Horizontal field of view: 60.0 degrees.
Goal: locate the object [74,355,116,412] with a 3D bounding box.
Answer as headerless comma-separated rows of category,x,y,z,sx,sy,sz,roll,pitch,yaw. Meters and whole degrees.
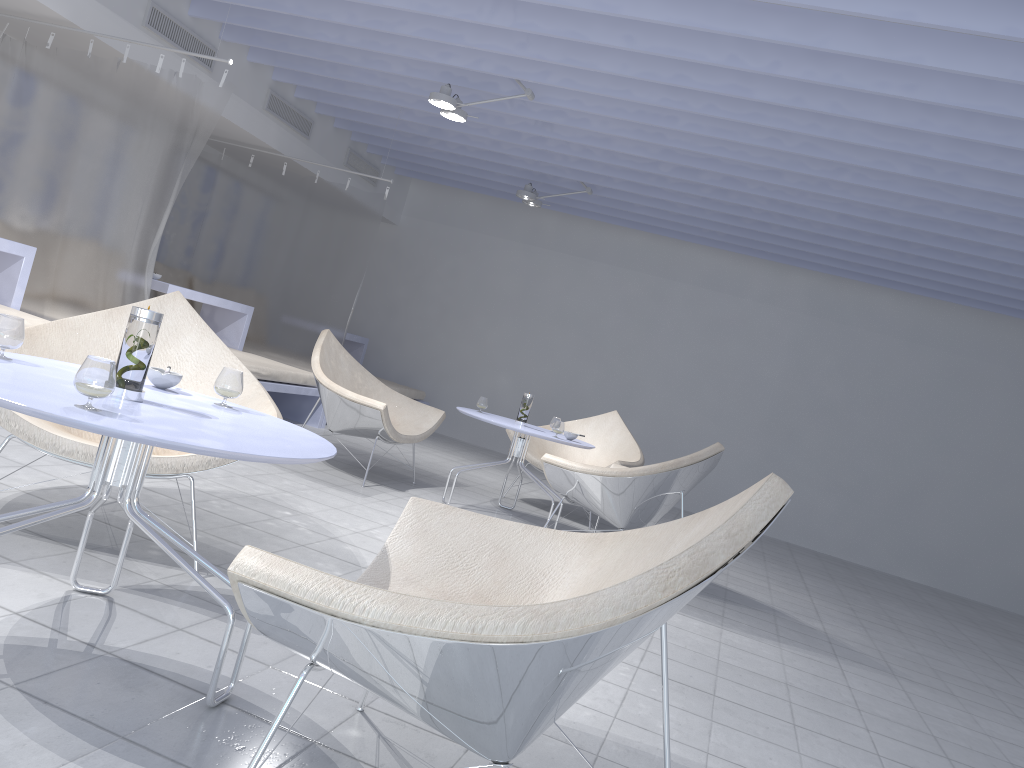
object,-0.734,-0.001,1.560,0.068,0.091,0.068,16,1,37

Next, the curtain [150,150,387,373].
curtain,-2.086,-0.969,7.055,1.998,1.559,0.125,16,1,14

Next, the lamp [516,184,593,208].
lamp,0.363,-1.583,7.394,0.587,0.218,0.380,16,1,15

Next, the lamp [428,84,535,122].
lamp,-0.170,-1.715,5.355,0.587,0.218,0.380,16,1,15

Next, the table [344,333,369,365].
table,-1.849,-0.335,8.632,0.416,0.450,1.065,16,1,15

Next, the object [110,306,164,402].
object,-0.771,-0.064,1.820,0.075,0.189,0.075,16,1,7

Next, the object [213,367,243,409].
object,-0.681,0.009,2.129,0.068,0.091,0.068,17,1,44

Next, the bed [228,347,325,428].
bed,-2.615,-0.203,5.992,2.016,0.427,2.200,16,1,15

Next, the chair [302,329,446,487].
chair,-0.896,0.124,5.168,0.753,0.759,0.906,16,1,19

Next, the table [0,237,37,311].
table,-2.965,-0.611,4.357,0.416,0.450,1.065,16,1,15

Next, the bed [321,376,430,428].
bed,-2.057,-0.065,8.128,2.016,0.427,2.200,16,1,15

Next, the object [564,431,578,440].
object,0.327,0.293,4.977,0.082,0.043,0.082,16,1,17

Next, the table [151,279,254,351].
table,-2.407,-0.473,6.496,0.416,0.450,1.065,16,1,15

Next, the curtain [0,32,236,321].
curtain,-2.602,-1.117,4.901,2.050,1.552,0.151,16,1,15

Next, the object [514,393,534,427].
object,0.074,0.146,5.104,0.075,0.185,0.075,16,1,-22

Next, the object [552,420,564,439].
object,0.252,0.248,4.846,0.068,0.091,0.068,16,1,5

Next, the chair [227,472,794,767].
chair,0.027,0.425,1.558,0.753,0.759,0.906,16,1,10

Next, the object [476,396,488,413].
object,-0.175,0.122,5.202,0.068,0.091,0.068,16,1,5

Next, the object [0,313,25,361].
object,-1.067,-0.099,1.872,0.068,0.091,0.068,16,1,8

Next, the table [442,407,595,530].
table,0.006,0.501,5.075,0.825,0.534,0.823,16,1,-8

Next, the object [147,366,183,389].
object,-0.837,-0.011,2.127,0.082,0.043,0.082,16,1,-17

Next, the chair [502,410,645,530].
chair,0.478,0.509,6.007,0.906,0.759,0.753,16,1,30

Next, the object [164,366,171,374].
object,-0.837,-0.032,2.158,0.012,0.016,0.098,16,1,-19

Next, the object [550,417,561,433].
object,0.259,0.246,5.322,0.068,0.091,0.068,16,1,5

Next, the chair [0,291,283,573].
chair,-1.170,0.070,2.733,0.906,0.759,0.753,16,1,-15

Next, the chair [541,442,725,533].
chair,0.652,0.573,4.564,0.753,0.759,0.906,16,1,33

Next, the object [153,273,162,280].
object,-2.476,-0.746,6.151,0.082,0.043,0.082,16,1,-24

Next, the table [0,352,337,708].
table,-0.840,0.291,1.839,0.825,0.534,0.823,16,1,6

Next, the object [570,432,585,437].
object,0.360,0.283,4.964,0.098,0.016,0.012,16,1,15

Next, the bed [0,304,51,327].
bed,-3.188,-0.343,3.862,2.022,0.422,2.200,16,1,15
